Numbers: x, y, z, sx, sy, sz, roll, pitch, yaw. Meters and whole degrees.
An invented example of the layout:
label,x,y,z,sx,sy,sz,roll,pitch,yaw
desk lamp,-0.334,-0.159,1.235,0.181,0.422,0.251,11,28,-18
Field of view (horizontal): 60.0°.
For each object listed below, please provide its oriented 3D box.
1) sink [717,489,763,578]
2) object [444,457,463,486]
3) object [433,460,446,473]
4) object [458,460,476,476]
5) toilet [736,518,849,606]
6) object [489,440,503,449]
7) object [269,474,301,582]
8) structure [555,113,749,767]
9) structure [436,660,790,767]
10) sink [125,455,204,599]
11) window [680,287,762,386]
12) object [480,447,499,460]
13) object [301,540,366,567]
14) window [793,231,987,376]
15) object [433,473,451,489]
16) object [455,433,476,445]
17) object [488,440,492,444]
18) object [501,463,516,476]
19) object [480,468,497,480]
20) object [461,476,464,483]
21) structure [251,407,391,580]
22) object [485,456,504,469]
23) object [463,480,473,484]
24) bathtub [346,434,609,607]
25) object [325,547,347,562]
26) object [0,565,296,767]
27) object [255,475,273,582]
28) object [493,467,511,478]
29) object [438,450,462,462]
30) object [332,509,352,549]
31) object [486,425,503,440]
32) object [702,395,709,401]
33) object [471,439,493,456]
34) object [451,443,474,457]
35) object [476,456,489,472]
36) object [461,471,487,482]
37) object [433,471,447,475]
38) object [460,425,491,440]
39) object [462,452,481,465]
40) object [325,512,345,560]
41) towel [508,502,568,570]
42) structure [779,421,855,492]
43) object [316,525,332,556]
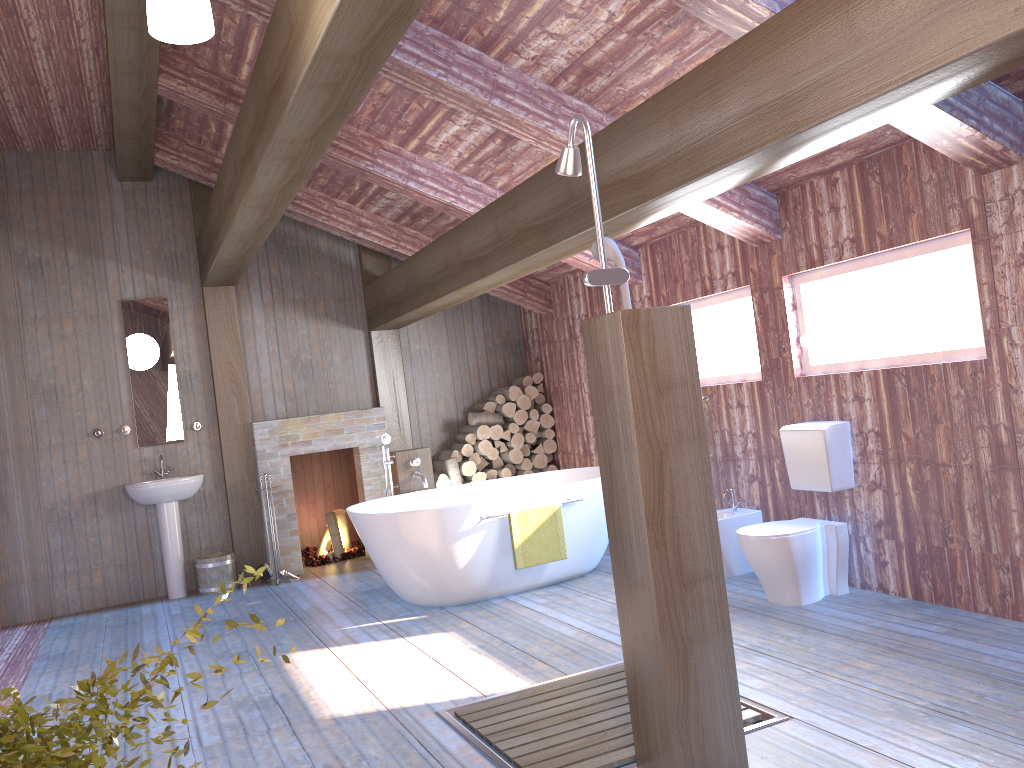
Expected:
label,x,y,z,sx,sy,sz,roll,pitch,yaw
sink,1.269,0.929,5.492,0.515,0.517,0.335,-7,-1,-23
object,-0.506,0.791,7.718,0.147,0.298,0.109,-7,-1,-21
object,-0.615,0.741,7.980,0.108,0.113,0.302,-7,-1,-23
object,-0.459,0.746,7.928,0.138,0.147,0.440,-7,-1,-23
toilet,1.475,0.953,4.724,0.534,0.400,0.375,-7,-1,-23
object,-0.170,0.542,8.064,0.088,0.092,0.280,-7,-1,-23
object,-1.879,1.156,7.151,0.206,0.871,0.126,-7,-1,19
structure,0.435,0.156,2.931,0.328,2.209,0.522,-7,-1,-3
structure,0.339,1.297,3.406,1.000,0.067,1.000,-7,-1,-24
sink,-2.692,1.125,6.984,0.582,1.143,0.475,-7,-1,-24
window,1.313,-0.283,5.951,0.054,0.587,1.255,-7,-1,-23
object,-0.225,0.626,8.031,0.115,0.123,0.291,-7,-1,-22
object,-1.679,1.561,8.247,0.829,0.085,0.935,-6,-1,-41
window,1.901,-0.373,4.523,0.054,0.587,1.255,-7,-1,-23
object,-0.685,0.855,7.834,0.139,0.137,0.455,-7,-1,-25
object,-0.415,0.494,7.972,0.106,0.112,0.282,-7,-1,-23
object,-0.234,0.541,8.020,0.057,0.061,0.156,-7,-1,-24
object,-0.081,0.790,8.195,0.116,0.118,0.289,-7,-1,-26
object,-0.238,0.821,8.021,0.114,0.120,0.303,-7,-1,-23
object,-0.541,0.856,7.986,0.121,0.124,0.291,-7,-1,-23
structure,-1.591,0.921,7.622,1.130,1.330,0.226,-7,-1,-24
object,-0.189,0.716,8.154,0.104,0.127,0.321,-7,-1,-23
object,-0.474,0.952,7.934,0.155,0.174,0.483,-7,-1,-25
bathtub,-0.127,0.815,6.003,1.935,1.109,1.460,-7,-1,-2
object,-1.574,1.531,7.956,0.085,0.084,0.278,-7,-1,23
object,-0.616,0.838,1.180,0.972,1.073,0.970,-6,-1,-43
object,-2.019,1.160,7.104,0.136,0.846,0.062,-6,-1,-42
object,-0.143,0.806,8.058,0.098,0.100,0.437,-7,-1,-25
object,-0.555,0.648,7.938,0.114,0.113,0.301,-7,-1,-26
object,-1.573,1.384,8.205,0.140,0.459,0.266,-7,-1,-6
object,-0.224,0.437,8.053,0.138,0.147,0.440,-7,-1,-23
object,1.148,0.113,6.097,0.091,0.043,0.581,-7,-1,-23
object,-0.323,0.573,7.995,0.141,0.143,0.437,-7,-1,-25
object,-0.447,0.588,7.936,0.115,0.123,0.291,-7,-1,-22
object,-0.326,0.717,8.092,0.128,0.150,0.323,-7,-1,-23
object,-0.371,0.845,7.976,0.139,0.148,0.458,-7,-1,-23
object,-0.642,0.827,7.960,0.099,0.093,0.280,-7,-1,-22
object,-0.330,0.436,8.007,0.135,0.145,0.439,-7,-1,-23
object,-0.390,0.672,7.973,0.111,0.113,0.301,-7,-1,-24
object,-1.584,1.367,7.952,0.098,0.434,0.283,-7,-1,-25
towel,0.164,0.937,5.496,0.370,0.361,0.032,-7,-1,-27
structure,1.663,0.393,4.835,0.182,0.363,0.358,-7,-1,-23
object,-1.692,1.439,8.081,0.221,0.306,0.121,-7,-1,4
